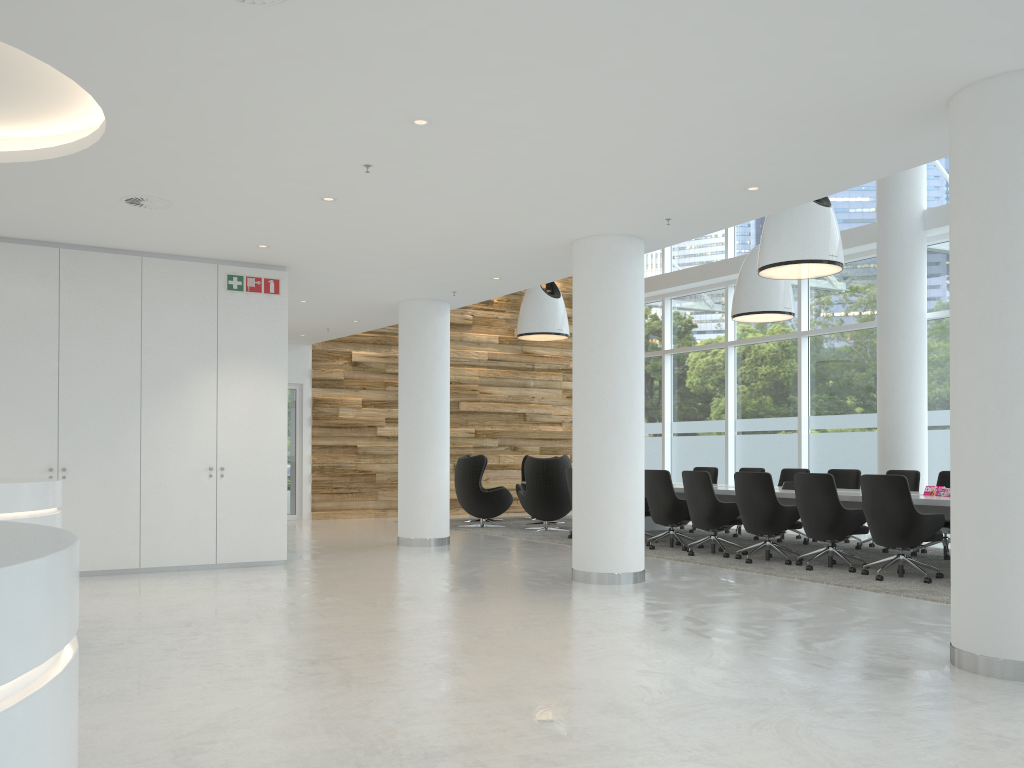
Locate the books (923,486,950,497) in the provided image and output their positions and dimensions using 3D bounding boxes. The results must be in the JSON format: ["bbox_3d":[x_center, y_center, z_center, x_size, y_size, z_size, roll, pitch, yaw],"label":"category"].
[{"bbox_3d":[4.338,1.169,8.919,0.230,0.275,0.598,1,-4,-12],"label":"books"}]

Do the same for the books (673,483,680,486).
[{"bbox_3d":[2.101,1.356,11.966,0.224,0.026,0.264,2,-5,-22],"label":"books"}]

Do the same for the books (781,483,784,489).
[{"bbox_3d":[3.354,1.297,10.596,0.158,0.241,0.353,1,-3,-32],"label":"books"}]

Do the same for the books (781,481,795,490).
[{"bbox_3d":[3.351,1.277,10.571,0.139,0.229,0.357,1,-4,-32],"label":"books"}]

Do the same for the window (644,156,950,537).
[{"bbox_3d":[-13.418,-1.538,5.231,62.890,6.132,30.904,-1,-5,8],"label":"window"}]

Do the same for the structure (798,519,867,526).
[{"bbox_3d":[4.655,2.217,14.522,0.150,0.213,2.693,1,-5,-33],"label":"structure"}]

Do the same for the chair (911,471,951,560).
[{"bbox_3d":[4.873,1.462,9.955,0.674,0.965,0.686,1,-2,-32],"label":"chair"}]

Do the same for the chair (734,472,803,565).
[{"bbox_3d":[2.720,1.418,9.459,0.674,0.965,0.686,2,-3,-37],"label":"chair"}]

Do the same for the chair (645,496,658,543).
[{"bbox_3d":[1.496,1.581,11.484,0.674,0.965,0.686,1,-2,-32],"label":"chair"}]

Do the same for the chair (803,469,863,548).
[{"bbox_3d":[4.090,1.569,11.290,0.674,0.965,0.686,2,-3,-37],"label":"chair"}]

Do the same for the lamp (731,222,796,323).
[{"bbox_3d":[3.555,-2.749,12.572,0.884,3.642,0.885,0,-1,11],"label":"lamp"}]

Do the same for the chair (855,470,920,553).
[{"bbox_3d":[4.523,1.516,10.634,0.674,0.965,0.686,1,-2,-27],"label":"chair"}]

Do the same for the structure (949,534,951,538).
[{"bbox_3d":[6.728,1.949,11.184,0.150,0.213,2.694,1,-5,-30],"label":"structure"}]

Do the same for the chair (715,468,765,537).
[{"bbox_3d":[3.237,1.673,12.585,0.674,0.965,0.686,1,-2,-32],"label":"chair"}]

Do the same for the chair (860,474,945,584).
[{"bbox_3d":[3.573,1.314,8.165,0.674,0.965,0.686,1,-2,-32],"label":"chair"}]

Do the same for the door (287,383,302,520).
[{"bbox_3d":[-4.505,1.162,15.214,1.806,2.398,0.132,1,-1,-30],"label":"door"}]

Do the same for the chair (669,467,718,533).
[{"bbox_3d":[2.746,1.731,13.310,0.674,0.965,0.686,2,-3,-37],"label":"chair"}]

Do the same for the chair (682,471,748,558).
[{"bbox_3d":[2.288,1.471,10.115,0.674,0.965,0.686,1,-2,-27],"label":"chair"}]

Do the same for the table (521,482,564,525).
[{"bbox_3d":[0.546,1.968,14.656,0.799,0.695,0.801,0,-3,-7],"label":"table"}]

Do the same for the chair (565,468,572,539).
[{"bbox_3d":[1.068,1.636,12.176,0.674,0.965,0.686,1,-2,-27],"label":"chair"}]

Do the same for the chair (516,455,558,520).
[{"bbox_3d":[0.510,1.841,15.843,0.914,1.151,0.919,1,-2,-12],"label":"chair"}]

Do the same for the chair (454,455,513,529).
[{"bbox_3d":[-0.445,1.694,14.053,0.918,1.151,0.915,2,-3,-42],"label":"chair"}]

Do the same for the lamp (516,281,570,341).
[{"bbox_3d":[0.513,-2.582,14.689,0.884,3.642,0.885,0,-1,7],"label":"lamp"}]

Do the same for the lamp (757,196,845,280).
[{"bbox_3d":[3.051,-3.007,9.408,0.884,3.642,0.885,0,-1,13],"label":"lamp"}]

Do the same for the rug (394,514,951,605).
[{"bbox_3d":[3.105,1.998,10.586,3.942,0.010,13.470,3,-5,-31],"label":"rug"}]

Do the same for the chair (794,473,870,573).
[{"bbox_3d":[3.180,1.372,8.879,0.674,0.965,0.686,1,-2,-32],"label":"chair"}]

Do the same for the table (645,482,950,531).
[{"bbox_3d":[3.415,1.612,10.384,1.501,0.738,6.567,2,-5,-32],"label":"table"}]

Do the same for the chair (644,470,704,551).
[{"bbox_3d":[1.938,1.525,10.794,0.674,0.965,0.686,1,-2,-32],"label":"chair"}]

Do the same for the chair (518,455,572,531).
[{"bbox_3d":[0.561,1.652,13.514,0.914,1.151,0.919,1,-2,-12],"label":"chair"}]

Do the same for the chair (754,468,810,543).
[{"bbox_3d":[3.630,1.615,11.870,0.674,0.965,0.686,1,-2,-32],"label":"chair"}]

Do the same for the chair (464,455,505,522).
[{"bbox_3d":[-0.478,1.789,15.224,0.917,1.151,0.916,-1,-2,18],"label":"chair"}]
